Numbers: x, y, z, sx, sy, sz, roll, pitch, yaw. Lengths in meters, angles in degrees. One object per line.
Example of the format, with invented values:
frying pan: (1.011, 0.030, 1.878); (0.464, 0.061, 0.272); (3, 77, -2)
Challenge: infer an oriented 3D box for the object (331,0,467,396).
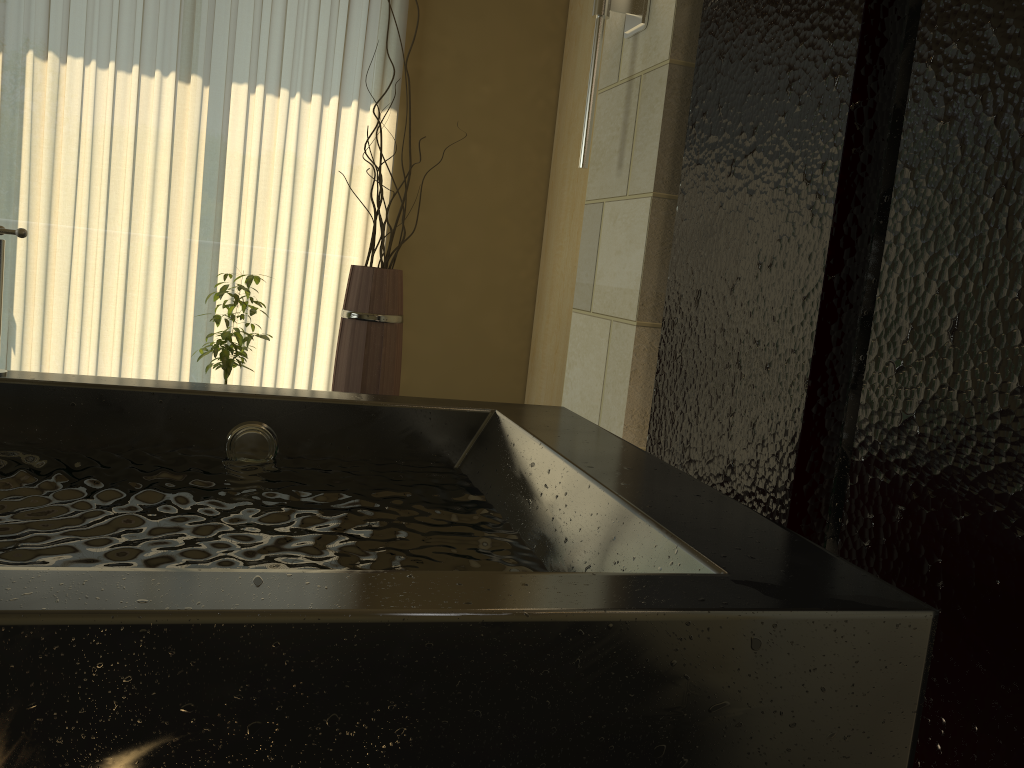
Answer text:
object: (-0.492, -0.530, 3.186); (0.468, 2.176, 0.463); (11, 8, 34)

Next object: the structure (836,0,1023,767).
structure: (0.655, 0.032, 1.098); (0.094, 2.064, 0.642); (4, 7, -16)

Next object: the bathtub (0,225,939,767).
bathtub: (-0.782, 0.175, 1.041); (2.131, 1.160, 1.070); (4, 7, -16)

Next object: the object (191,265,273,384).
object: (-0.983, 0.056, 3.074); (0.242, 0.928, 0.267); (9, 7, 21)

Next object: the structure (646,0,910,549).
structure: (0.460, -0.079, 1.787); (0.094, 2.064, 0.642); (4, 7, -16)

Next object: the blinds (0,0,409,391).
blinds: (-1.295, -0.887, 3.501); (1.943, 2.576, 0.064); (4, 7, -18)

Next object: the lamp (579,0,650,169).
lamp: (0.235, -0.969, 2.241); (0.188, 0.836, 0.176); (4, 7, -16)
